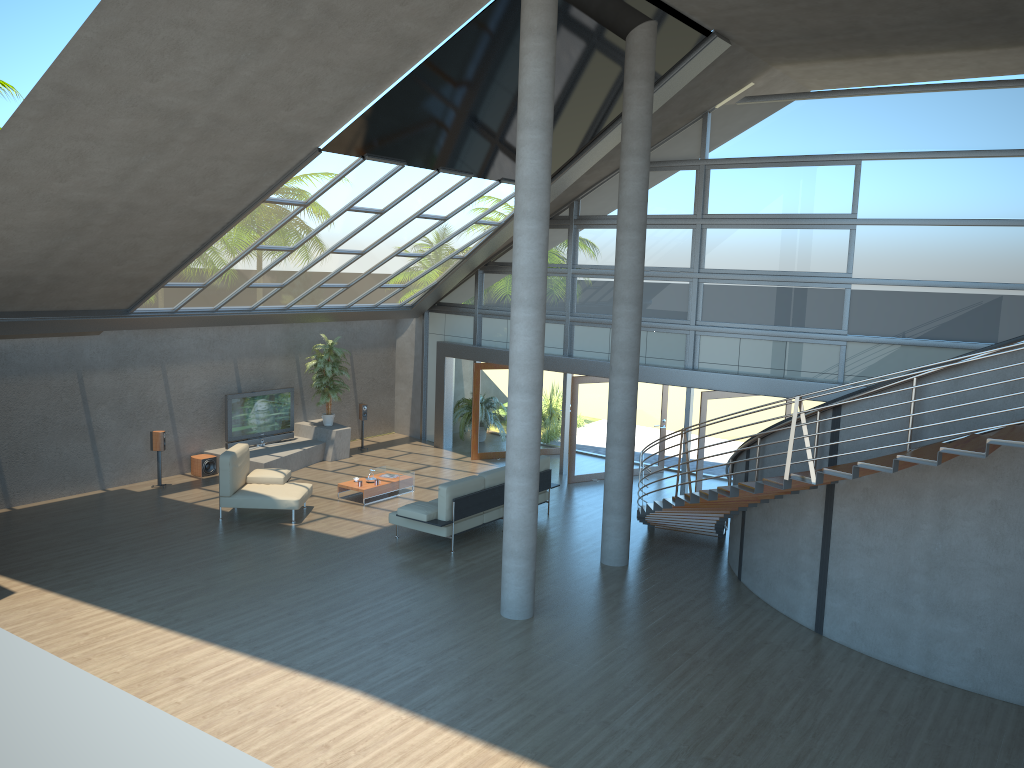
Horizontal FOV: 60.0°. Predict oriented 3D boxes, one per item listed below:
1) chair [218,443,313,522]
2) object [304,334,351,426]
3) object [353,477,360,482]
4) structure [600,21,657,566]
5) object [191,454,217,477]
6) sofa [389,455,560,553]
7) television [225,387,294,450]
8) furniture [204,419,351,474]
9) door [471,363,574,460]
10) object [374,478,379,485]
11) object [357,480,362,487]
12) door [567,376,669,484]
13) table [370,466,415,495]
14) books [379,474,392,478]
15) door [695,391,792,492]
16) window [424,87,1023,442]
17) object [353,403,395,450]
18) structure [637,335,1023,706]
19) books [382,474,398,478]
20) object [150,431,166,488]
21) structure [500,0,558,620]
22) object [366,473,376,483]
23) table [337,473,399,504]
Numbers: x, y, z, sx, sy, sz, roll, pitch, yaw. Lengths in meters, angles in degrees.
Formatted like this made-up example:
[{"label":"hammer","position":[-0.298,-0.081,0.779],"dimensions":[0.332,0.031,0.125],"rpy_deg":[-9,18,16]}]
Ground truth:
[{"label":"chair","position":[-3.750,1.487,13.640],"dimensions":[1.244,1.023,1.217],"rpy_deg":[2,7,0]},{"label":"object","position":[-3.674,-0.085,17.732],"dimensions":[0.932,1.857,0.895],"rpy_deg":[1,7,-7]},{"label":"object","position":[-2.597,1.588,14.798],"dimensions":[0.102,0.086,0.100],"rpy_deg":[8,9,38]},{"label":"structure","position":[1.503,-1.137,11.483],"dimensions":[0.381,7.125,0.382],"rpy_deg":[0,8,-12]},{"label":"object","position":[-5.578,1.460,15.972],"dimensions":[0.425,0.323,0.362],"rpy_deg":[7,9,34]},{"label":"sofa","position":[-0.546,1.679,13.406],"dimensions":[1.166,0.947,3.079],"rpy_deg":[7,9,34]},{"label":"television","position":[-4.764,0.658,16.822],"dimensions":[0.396,1.063,1.568],"rpy_deg":[7,9,34]},{"label":"furniture","position":[-4.183,1.235,17.042],"dimensions":[1.577,0.610,2.936],"rpy_deg":[7,9,34]},{"label":"door","position":[0.239,0.528,18.284],"dimensions":[2.298,1.977,0.200],"rpy_deg":[-2,8,-26]},{"label":"object","position":[-2.225,1.615,14.630],"dimensions":[0.085,0.101,0.070],"rpy_deg":[-2,8,-27]},{"label":"object","position":[-2.489,1.622,14.511],"dimensions":[0.085,0.101,0.070],"rpy_deg":[7,9,33]},{"label":"door","position":[2.030,0.798,16.702],"dimensions":[2.298,1.977,0.200],"rpy_deg":[-3,9,-32]},{"label":"table","position":[-2.064,1.658,15.283],"dimensions":[0.680,0.342,0.400],"rpy_deg":[7,9,34]},{"label":"books","position":[-2.135,1.587,15.234],"dimensions":[0.275,0.005,0.189],"rpy_deg":[4,8,15]},{"label":"door","position":[4.016,1.052,15.282],"dimensions":[2.298,1.977,0.200],"rpy_deg":[-3,9,-34]},{"label":"window","position":[4.801,-1.169,14.550],"dimensions":[16.616,6.630,1.098],"rpy_deg":[7,9,32]},{"label":"object","position":[-5.854,0.949,17.477],"dimensions":[7.863,0.982,21.345],"rpy_deg":[8,9,37]},{"label":"structure","position":[3.040,0.847,10.181],"dimensions":[2.349,3.653,6.809],"rpy_deg":[0,8,-17]},{"label":"books","position":[-2.091,1.581,15.265],"dimensions":[0.275,0.005,0.189],"rpy_deg":[4,8,17]},{"label":"object","position":[-5.952,1.267,14.924],"dimensions":[0.234,0.959,0.171],"rpy_deg":[2,7,0]},{"label":"structure","position":[0.181,-0.934,9.579],"dimensions":[0.381,7.125,0.382],"rpy_deg":[7,9,34]},{"label":"object","position":[-2.354,1.559,14.793],"dimensions":[0.178,0.161,0.178],"rpy_deg":[0,8,-14]},{"label":"table","position":[-2.293,1.746,14.963],"dimensions":[0.600,0.250,1.200],"rpy_deg":[7,9,34]}]
